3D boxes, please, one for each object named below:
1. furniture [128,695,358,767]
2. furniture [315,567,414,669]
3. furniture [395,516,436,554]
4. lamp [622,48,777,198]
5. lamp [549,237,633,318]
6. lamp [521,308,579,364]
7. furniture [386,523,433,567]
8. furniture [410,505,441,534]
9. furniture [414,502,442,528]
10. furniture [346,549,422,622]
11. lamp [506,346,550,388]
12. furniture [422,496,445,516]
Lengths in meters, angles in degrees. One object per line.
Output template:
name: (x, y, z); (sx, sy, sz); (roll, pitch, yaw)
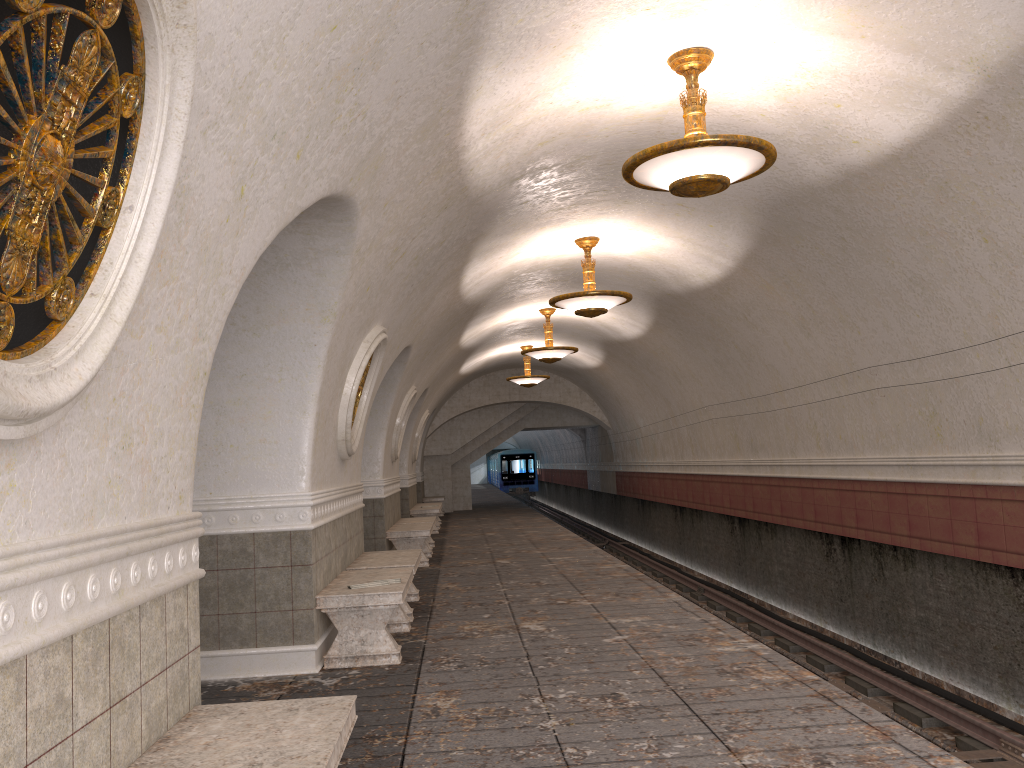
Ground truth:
furniture: (-0.844, 1.392, 2.621); (0.613, 0.508, 1.509); (-3, -5, -4)
furniture: (-1.102, 1.787, 6.922); (0.613, 0.508, 1.509); (-3, -5, -4)
furniture: (-1.562, 2.492, 14.579); (0.613, 0.508, 1.509); (-3, -5, -4)
lamp: (1.221, -1.710, 5.908); (1.008, 0.955, 1.008); (-1, -5, -20)
lamp: (0.933, -1.269, 10.709); (1.008, 0.955, 1.008); (-4, -5, 12)
lamp: (0.644, -0.827, 15.508); (1.008, 0.955, 1.008); (-4, -5, 12)
furniture: (-1.462, 2.338, 12.907); (0.613, 0.508, 1.509); (-3, -5, -4)
furniture: (-1.818, 2.883, 18.834); (0.613, 0.508, 1.509); (-3, -5, -4)
furniture: (-1.918, 3.037, 20.505); (0.613, 0.508, 1.509); (-3, -5, -4)
furniture: (-1.203, 1.941, 8.594); (0.613, 0.508, 1.509); (-3, -5, -4)
lamp: (0.356, -0.386, 20.309); (1.008, 0.955, 1.008); (-7, -7, 42)
furniture: (-2.194, 3.459, 25.099); (0.613, 0.508, 1.509); (-3, -5, -4)
